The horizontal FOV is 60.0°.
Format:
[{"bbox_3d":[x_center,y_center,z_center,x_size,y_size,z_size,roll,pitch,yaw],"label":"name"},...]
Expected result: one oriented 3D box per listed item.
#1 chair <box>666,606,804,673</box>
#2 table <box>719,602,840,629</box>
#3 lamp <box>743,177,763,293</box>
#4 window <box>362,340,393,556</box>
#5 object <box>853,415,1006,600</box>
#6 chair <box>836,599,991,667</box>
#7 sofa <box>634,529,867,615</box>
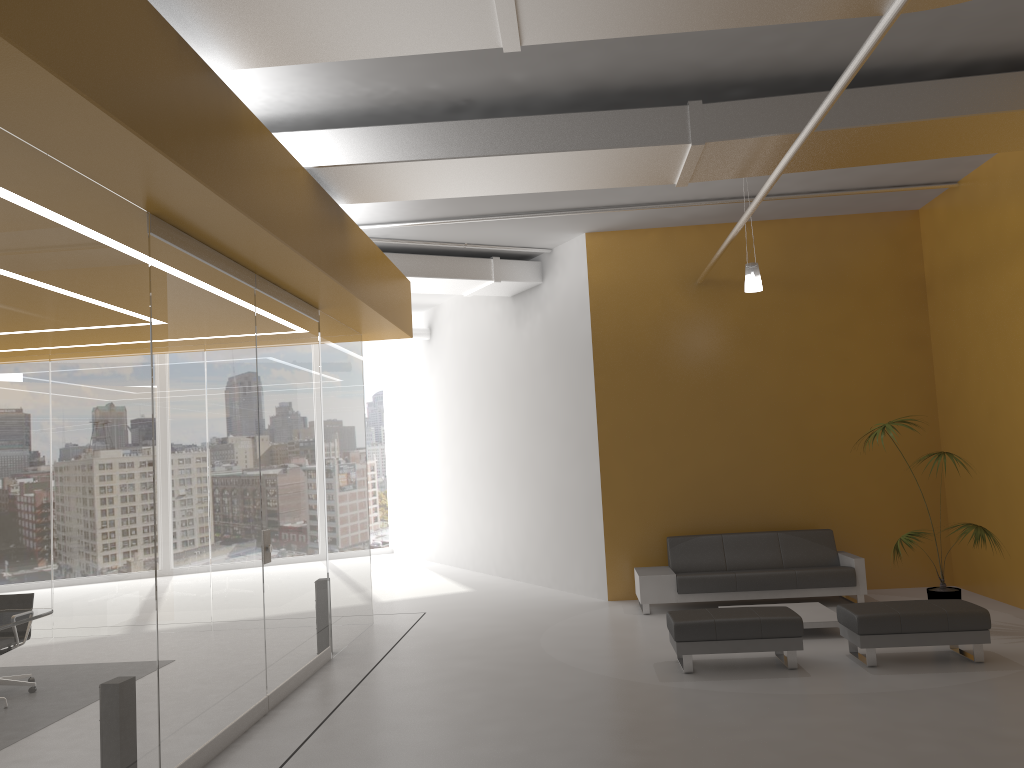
[{"bbox_3d":[1.800,2.066,7.211,1.012,0.423,0.575,-3,-5,4],"label":"chair"},{"bbox_3d":[2.570,2.270,8.496,1.000,0.150,1.000,-3,-5,4],"label":"table"},{"bbox_3d":[2.347,-1.526,8.780,0.174,1.227,0.174,2,-7,-45],"label":"lamp"},{"bbox_3d":[-5.066,1.199,16.776,8.533,4.498,0.100,-1,-5,-26],"label":"window"},{"bbox_3d":[3.771,1.260,8.053,1.222,1.956,0.912,-8,-7,44],"label":"object"},{"bbox_3d":[3.201,1.981,7.100,1.012,0.423,0.575,-3,-5,4],"label":"chair"},{"bbox_3d":[2.597,2.080,9.902,2.400,0.761,0.860,-3,-5,4],"label":"sofa"}]
